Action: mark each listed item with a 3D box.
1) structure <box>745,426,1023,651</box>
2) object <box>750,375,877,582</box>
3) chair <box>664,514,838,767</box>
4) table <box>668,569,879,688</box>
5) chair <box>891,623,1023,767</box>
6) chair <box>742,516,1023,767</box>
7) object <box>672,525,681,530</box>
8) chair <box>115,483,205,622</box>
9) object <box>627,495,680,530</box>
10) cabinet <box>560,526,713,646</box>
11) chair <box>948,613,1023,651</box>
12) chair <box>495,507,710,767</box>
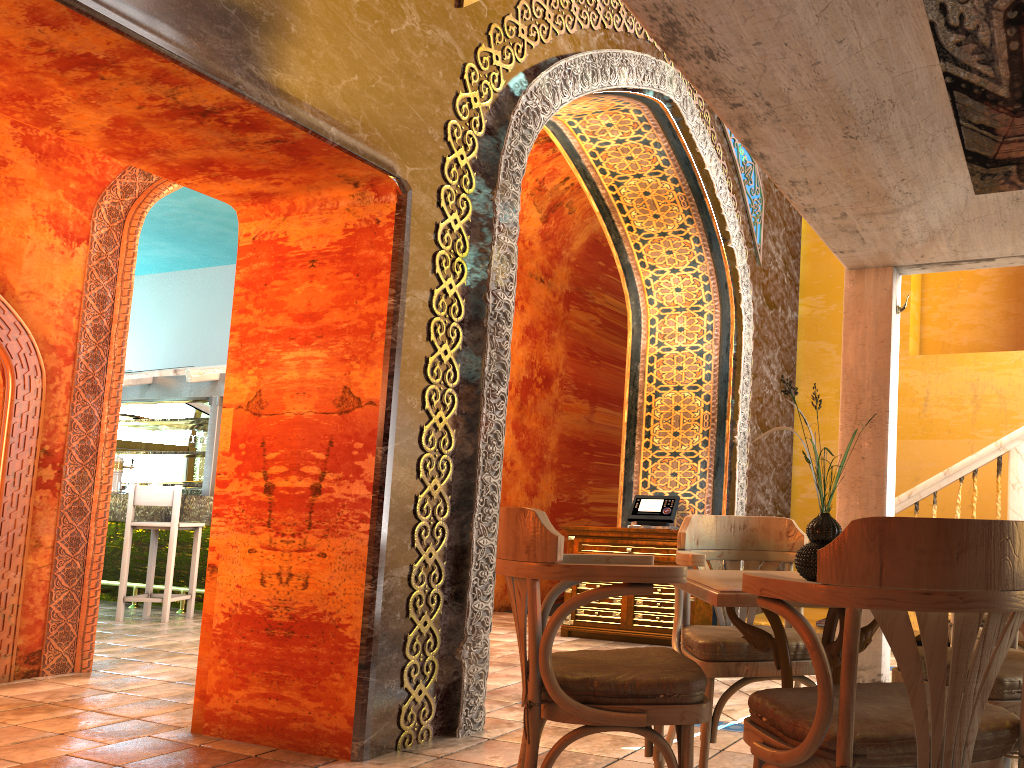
[{"bbox_3d":[5.004,1.017,8.219,5.884,3.131,2.023,-2,-7,25],"label":"structure"},{"bbox_3d":[1.014,0.320,2.894,0.734,0.713,0.221,9,-8,-44],"label":"object"},{"bbox_3d":[1.059,1.176,3.762,0.830,1.174,0.658,4,-6,-13],"label":"chair"},{"bbox_3d":[1.071,1.168,2.993,1.036,0.945,0.966,3,-7,-6],"label":"table"},{"bbox_3d":[1.856,1.111,3.177,0.740,1.174,0.739,4,-6,-11],"label":"chair"},{"bbox_3d":[1.018,0.946,2.248,0.830,1.174,0.658,4,-6,-13],"label":"chair"},{"bbox_3d":[1.706,1.331,7.882,0.287,0.086,0.451,-6,-12,45],"label":"object"},{"bbox_3d":[-3.480,1.670,8.490,0.506,1.331,0.499,2,-5,4],"label":"chair"},{"bbox_3d":[1.342,1.214,8.079,0.433,0.317,0.268,0,-7,16],"label":"object"},{"bbox_3d":[1.190,1.891,8.017,1.361,1.049,0.542,-1,-7,26],"label":"cabinet"},{"bbox_3d":[2.879,1.431,5.097,0.634,1.174,0.858,-1,-7,29],"label":"chair"},{"bbox_3d":[0.275,1.014,2.850,0.726,1.174,0.754,3,-6,-6],"label":"chair"}]
